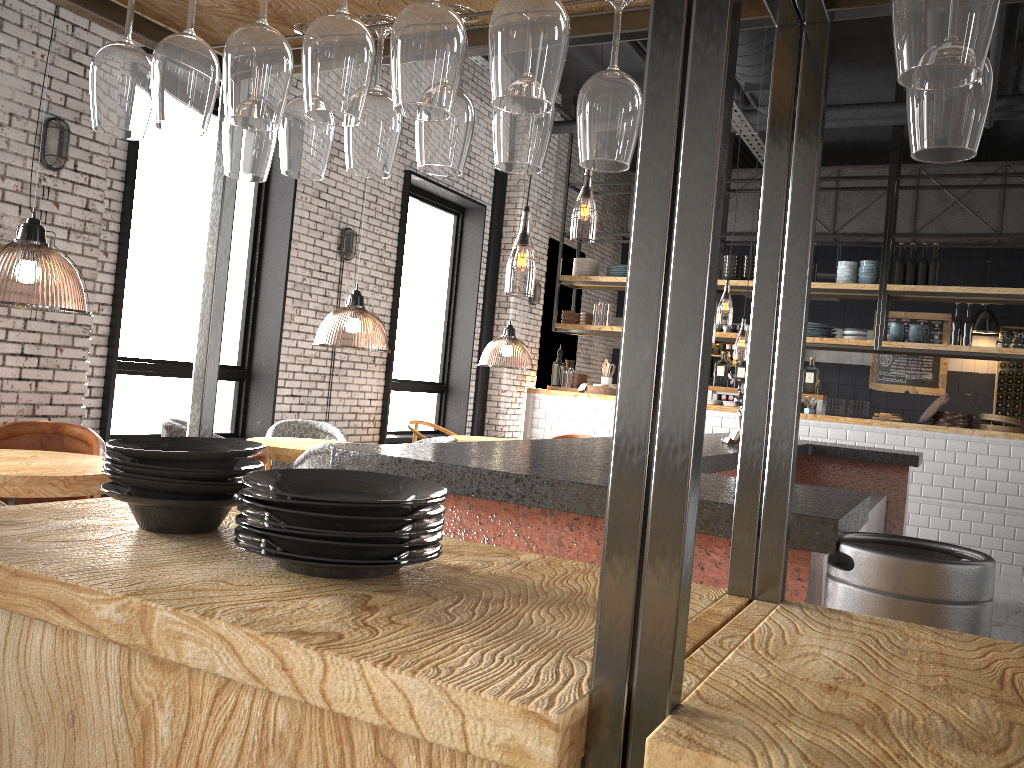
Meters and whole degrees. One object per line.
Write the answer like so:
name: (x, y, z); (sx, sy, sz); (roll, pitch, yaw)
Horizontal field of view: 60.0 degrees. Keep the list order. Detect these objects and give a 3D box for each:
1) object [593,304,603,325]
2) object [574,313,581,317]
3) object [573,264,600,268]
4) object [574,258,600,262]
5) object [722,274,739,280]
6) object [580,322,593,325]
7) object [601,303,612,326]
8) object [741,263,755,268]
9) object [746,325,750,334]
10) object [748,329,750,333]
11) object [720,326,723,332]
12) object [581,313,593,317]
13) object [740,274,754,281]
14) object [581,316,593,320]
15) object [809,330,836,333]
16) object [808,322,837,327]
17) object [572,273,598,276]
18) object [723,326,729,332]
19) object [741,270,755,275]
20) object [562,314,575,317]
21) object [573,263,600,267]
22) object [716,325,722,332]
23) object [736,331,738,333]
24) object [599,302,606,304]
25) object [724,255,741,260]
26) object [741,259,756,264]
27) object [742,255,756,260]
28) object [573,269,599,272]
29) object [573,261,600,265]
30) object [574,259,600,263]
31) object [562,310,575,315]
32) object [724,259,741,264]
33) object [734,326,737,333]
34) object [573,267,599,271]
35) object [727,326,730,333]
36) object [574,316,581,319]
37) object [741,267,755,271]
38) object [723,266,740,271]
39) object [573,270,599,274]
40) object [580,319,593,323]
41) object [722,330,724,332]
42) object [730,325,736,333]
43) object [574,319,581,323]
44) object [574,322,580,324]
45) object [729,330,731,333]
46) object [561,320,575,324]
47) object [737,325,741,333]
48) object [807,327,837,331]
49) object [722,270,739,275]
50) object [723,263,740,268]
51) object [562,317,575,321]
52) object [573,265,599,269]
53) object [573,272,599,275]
object: (1.068, -0.847, 10.917); (0.152, 0.264, 0.106); (6, -1, -36)
object: (0.853, -0.880, 11.390); (0.157, 0.053, 0.168); (5, 0, 27)
object: (0.942, -1.477, 11.237); (0.334, 0.038, 0.335); (5, 0, -43)
object: (0.949, -1.555, 11.238); (0.335, 0.039, 0.334); (5, 0, 18)
object: (2.564, -1.229, 10.412); (0.196, 0.102, 0.196); (5, 0, 39)
object: (0.929, -0.750, 11.223); (0.157, 0.053, 0.168); (5, 0, 32)
object: (1.176, -0.847, 10.982); (0.118, 0.294, 0.168); (5, -1, 32)
object: (2.763, -1.344, 10.316); (0.196, 0.102, 0.196); (5, 0, 37)
object: (2.663, -0.615, 10.068); (0.072, 0.097, 0.072); (6, -1, -31)
object: (2.716, -0.610, 10.173); (0.072, 0.097, 0.072); (5, -1, 31)
object: (2.434, -0.636, 10.316); (0.072, 0.097, 0.072); (5, -1, 13)
object: (0.940, -0.872, 11.225); (0.157, 0.053, 0.168); (5, 0, 32)
object: (2.753, -1.212, 10.318); (0.196, 0.104, 0.196); (5, 0, -27)
object: (0.936, -0.830, 11.225); (0.157, 0.053, 0.168); (5, 0, 32)
object: (3.400, -0.588, 9.940); (0.452, 0.062, 0.454); (5, 0, -19)
object: (3.411, -0.658, 9.941); (0.453, 0.062, 0.453); (5, 0, 42)
object: (0.931, -1.365, 11.236); (0.334, 0.042, 0.335); (5, 0, -25)
object: (2.451, -0.634, 10.176); (0.072, 0.097, 0.072); (6, -1, -23)
object: (2.757, -1.256, 10.317); (0.196, 0.101, 0.196); (5, 0, -44)
object: (0.722, -0.850, 11.169); (0.157, 0.053, 0.168); (5, 0, 27)
object: (0.943, -1.496, 11.237); (0.335, 0.035, 0.334); (5, 0, 3)
object: (2.381, -0.641, 10.211); (0.072, 0.097, 0.072); (6, -1, -41)
object: (2.629, -0.618, 10.348); (0.072, 0.097, 0.072); (6, -1, -33)
object: (1.161, -0.863, 11.153); (0.179, 0.313, 0.126); (6, -1, -31)
object: (2.583, -1.450, 10.418); (0.196, 0.105, 0.196); (5, 0, -42)
object: (2.768, -1.389, 10.317); (0.196, 0.102, 0.196); (5, 0, 20)
object: (2.774, -1.433, 10.321); (0.196, 0.103, 0.196); (5, 0, 3)
object: (0.936, -1.423, 11.236); (0.334, 0.042, 0.335); (5, 0, -13)
object: (0.944, -1.516, 11.238); (0.335, 0.040, 0.334); (5, 0, 17)
object: (0.947, -1.535, 11.239); (0.335, 0.042, 0.334); (5, 0, 23)
object: (0.726, -0.891, 11.169); (0.157, 0.053, 0.168); (5, 0, 27)
object: (2.583, -1.406, 10.410); (0.196, 0.107, 0.196); (5, 0, -35)
object: (2.577, -0.623, 10.243); (0.072, 0.097, 0.072); (6, -1, -35)
object: (0.938, -1.442, 11.237); (0.334, 0.038, 0.335); (5, 0, -38)
object: (2.504, -0.630, 10.280); (0.072, 0.097, 0.072); (5, -1, 28)
object: (0.850, -0.838, 11.389); (0.157, 0.053, 0.168); (5, 0, 27)
object: (2.760, -1.301, 10.312); (0.196, 0.107, 0.196); (5, 0, -2)
object: (2.572, -1.317, 10.413); (0.196, 0.102, 0.196); (5, 0, -34)
object: (0.935, -1.404, 11.237); (0.334, 0.044, 0.334); (5, 0, -7)
object: (0.933, -0.795, 11.224); (0.157, 0.053, 0.168); (5, 0, 32)
object: (2.486, -0.631, 10.420); (0.072, 0.097, 0.072); (6, -1, -31)
object: (2.524, -0.628, 10.139); (0.072, 0.097, 0.072); (6, -1, -43)
object: (0.846, -0.803, 11.388); (0.157, 0.053, 0.168); (5, 0, 27)
object: (0.842, -0.758, 11.387); (0.157, 0.053, 0.168); (5, 0, 27)
object: (2.557, -0.625, 10.385); (0.072, 0.097, 0.072); (5, -1, 15)
object: (0.714, -0.769, 11.167); (0.157, 0.053, 0.168); (5, 0, 27)
object: (2.593, -0.621, 10.104); (0.072, 0.097, 0.072); (5, -1, 36)
object: (3.405, -0.611, 9.939); (0.454, 0.065, 0.452); (5, 0, -10)
object: (2.567, -1.274, 10.413); (0.196, 0.104, 0.196); (5, 0, -9)
object: (2.576, -1.361, 10.413); (0.196, 0.100, 0.196); (5, 0, -8)
object: (0.719, -0.814, 11.168); (0.157, 0.053, 0.168); (5, 0, 27)
object: (0.939, -1.458, 11.238); (0.334, 0.043, 0.334); (5, 0, -24)
object: (0.932, -1.384, 11.235); (0.335, 0.039, 0.334); (5, 0, 14)
